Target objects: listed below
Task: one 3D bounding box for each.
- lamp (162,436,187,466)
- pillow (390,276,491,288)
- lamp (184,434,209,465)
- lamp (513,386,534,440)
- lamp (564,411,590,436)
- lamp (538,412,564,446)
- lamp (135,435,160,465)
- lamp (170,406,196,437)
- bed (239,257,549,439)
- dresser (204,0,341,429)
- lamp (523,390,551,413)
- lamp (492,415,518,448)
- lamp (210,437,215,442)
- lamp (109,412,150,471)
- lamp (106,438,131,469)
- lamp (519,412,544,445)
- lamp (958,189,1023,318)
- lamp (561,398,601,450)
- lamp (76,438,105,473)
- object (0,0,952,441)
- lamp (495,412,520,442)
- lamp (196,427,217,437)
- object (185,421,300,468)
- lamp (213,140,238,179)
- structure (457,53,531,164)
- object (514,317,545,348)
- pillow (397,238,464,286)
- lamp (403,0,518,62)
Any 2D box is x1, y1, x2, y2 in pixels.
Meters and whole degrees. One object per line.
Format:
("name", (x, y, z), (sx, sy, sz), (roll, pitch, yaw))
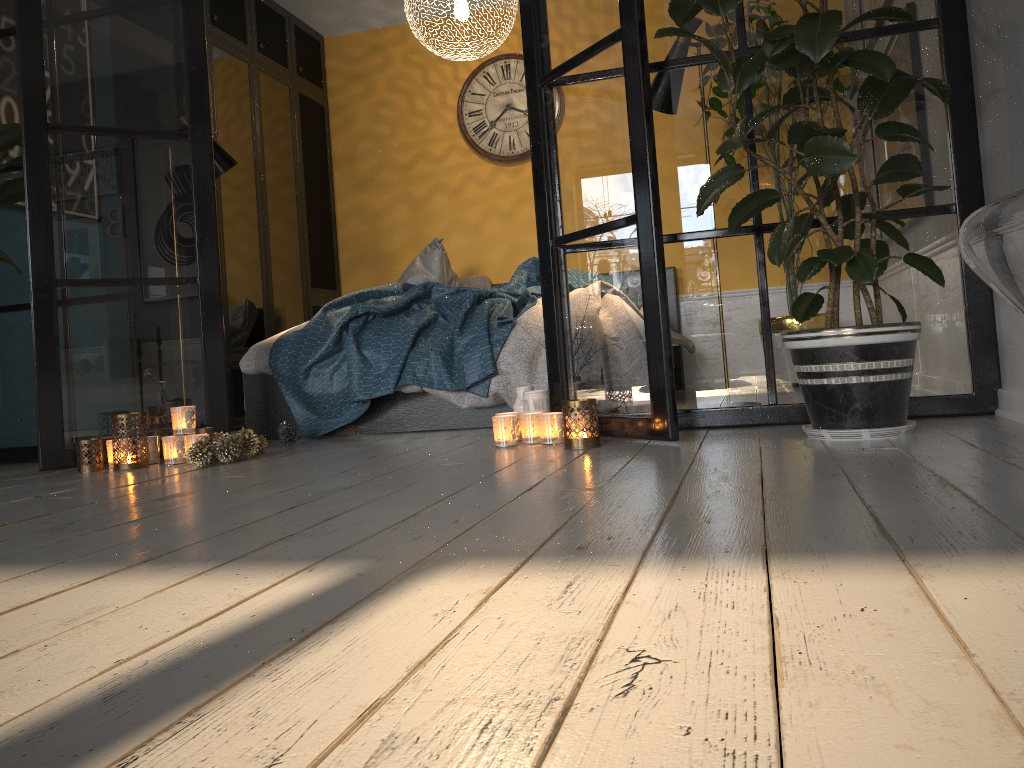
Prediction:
("lamp", (-1.152, 0.227, 3.026), (0.081, 0.099, 0.080), (-4, -1, -34))
("pillow", (-0.397, -0.466, 5.585), (0.756, 0.456, 0.513), (-4, 0, -13))
("lamp", (-1.066, 0.222, 2.995), (0.081, 0.099, 0.080), (-4, -1, -34))
("lamp", (0.049, 0.099, 3.042), (0.092, 0.180, 0.092), (-5, -2, 36))
("lamp", (0.202, 0.136, 2.712), (0.081, 0.099, 0.080), (-4, -1, -34))
("lamp", (0.123, 0.140, 2.755), (0.081, 0.099, 0.080), (-4, -1, -34))
("lamp", (-1.275, 0.234, 3.102), (0.081, 0.099, 0.080), (-4, -1, -34))
("lamp", (-1.118, 0.126, 3.012), (0.081, 0.099, 0.080), (-4, -1, -34))
("bed", (-0.056, -0.239, 4.607), (1.895, 0.771, 2.324), (-4, 1, 16))
("dresser", (-1.695, -1.078, 5.536), (0.636, 2.622, 1.431), (-5, -1, 15))
("lamp", (0.085, 0.105, 2.929), (0.089, 0.167, 0.092), (-4, -1, -18))
("lamp", (-0.021, 0.150, 2.799), (0.081, 0.099, 0.080), (-4, -1, -34))
("lamp", (-1.066, 0.229, 3.107), (0.069, 0.080, 0.069), (-5, -1, 23))
("lamp", (-1.295, 0.194, 2.998), (0.114, 0.187, 0.115), (-5, -1, 14))
("lamp", (-1.359, 0.242, 3.064), (0.081, 0.099, 0.080), (-4, -1, -34))
("lamp", (0.066, 0.143, 2.821), (0.081, 0.099, 0.080), (-4, -1, -34))
("lamp", (0.735, -0.025, 0.950), (0.431, 0.438, 0.433), (-5, 0, 37))
("lamp", (0.203, 0.117, 2.612), (0.108, 0.141, 0.107), (-4, -1, -21))
("lamp", (-1.440, 0.245, 3.021), (0.084, 0.110, 0.084), (-4, -1, -9))
("object", (-0.657, -0.651, 2.758), (3.890, 1.799, 1.011), (-4, -1, 15))
("lamp", (-0.013, 0.145, 2.932), (0.081, 0.099, 0.080), (-4, -1, -20))
("lamp", (-1.124, 0.215, 3.258), (0.080, 0.107, 0.081), (-4, -1, 15))
("object", (-0.943, 0.206, 3.169), (0.192, 0.118, 0.717), (-4, 2, 4))
("lamp", (-1.397, -0.497, 3.917), (0.404, 1.529, 0.231), (-2, -3, -45))
("structure", (-0.018, -1.821, 5.832), (0.726, 0.726, 0.070), (-4, -2, 15))
("object", (0.258, -0.092, 3.225), (0.279, 0.523, 0.436), (-3, -1, -34))
("pillow", (-0.513, -0.542, 5.182), (0.781, 0.600, 0.499), (-4, -1, 21))
("lamp", (-0.292, -2.296, 4.775), (0.617, 1.098, 0.614), (-3, -2, -34))
